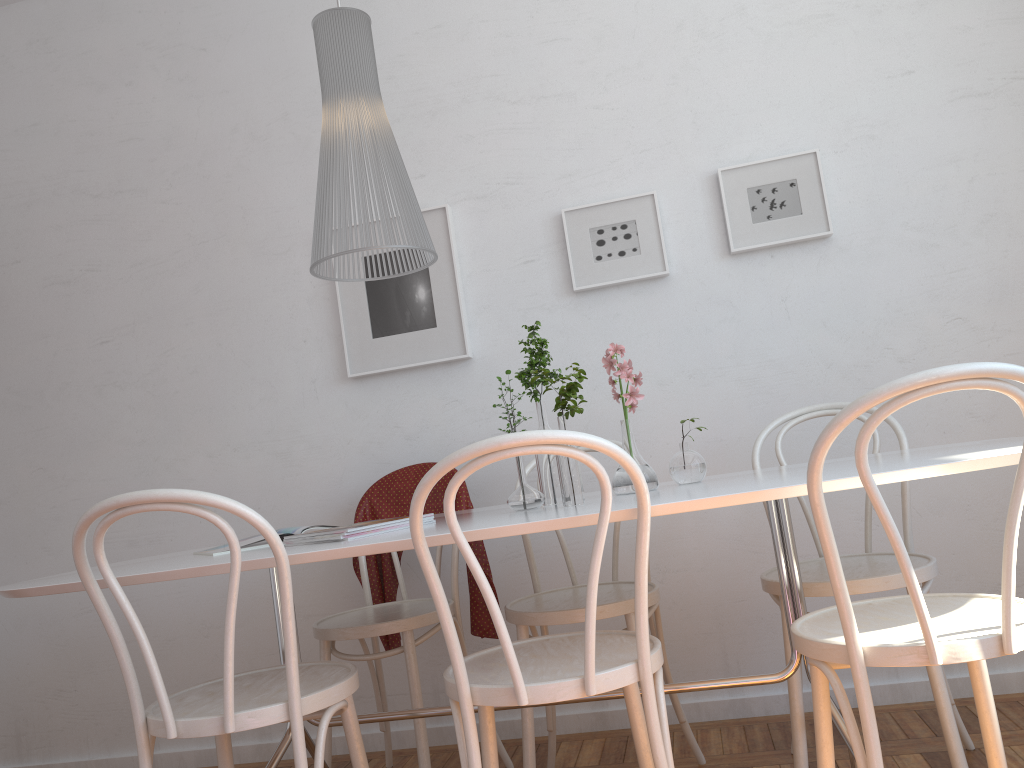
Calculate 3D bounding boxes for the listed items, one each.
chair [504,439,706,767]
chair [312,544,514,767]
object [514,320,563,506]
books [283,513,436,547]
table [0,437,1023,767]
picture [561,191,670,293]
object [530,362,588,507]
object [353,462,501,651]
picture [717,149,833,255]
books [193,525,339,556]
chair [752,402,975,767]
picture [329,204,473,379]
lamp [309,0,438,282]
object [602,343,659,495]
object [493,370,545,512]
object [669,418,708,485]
[{"bbox_3d":[0.216,0.603,2.348,0.448,0.916,0.520,-9,-5,10],"label":"chair"},{"bbox_3d":[-0.319,0.704,2.571,0.448,0.916,0.520,-10,-5,20],"label":"chair"},{"bbox_3d":[0.073,0.064,2.007,0.110,0.419,0.107,-8,-5,-1],"label":"object"},{"bbox_3d":[-0.330,0.318,1.938,0.204,0.022,0.278,-12,-7,37],"label":"books"},{"bbox_3d":[0.047,0.665,1.950,2.290,0.769,0.932,-9,-5,10],"label":"table"},{"bbox_3d":[0.336,-0.462,2.893,0.312,0.273,0.047,-9,-5,10],"label":"picture"},{"bbox_3d":[0.124,0.103,1.830,0.098,0.293,0.146,-13,-6,44],"label":"object"},{"bbox_3d":[-0.269,0.537,2.763,0.492,0.579,0.201,-11,-5,25],"label":"object"},{"bbox_3d":[0.828,-0.574,2.803,0.312,0.273,0.047,-9,-5,10],"label":"picture"},{"bbox_3d":[-0.554,0.371,2.185,0.405,0.029,0.266,-5,-6,-30],"label":"books"},{"bbox_3d":[0.847,0.495,2.189,0.448,0.916,0.520,-10,-5,15],"label":"chair"},{"bbox_3d":[-0.383,-0.312,3.024,0.431,0.523,0.050,-9,-5,10],"label":"picture"},{"bbox_3d":[-0.424,-1.008,2.091,0.292,1.494,0.293,-5,-5,-35],"label":"lamp"},{"bbox_3d":[0.257,0.074,2.022,0.108,0.348,0.111,-7,-5,-20],"label":"object"},{"bbox_3d":[0.011,0.124,1.950,0.084,0.307,0.084,-5,-6,-35],"label":"object"},{"bbox_3d":[0.411,0.157,2.081,0.087,0.151,0.112,-11,-6,33],"label":"object"}]
